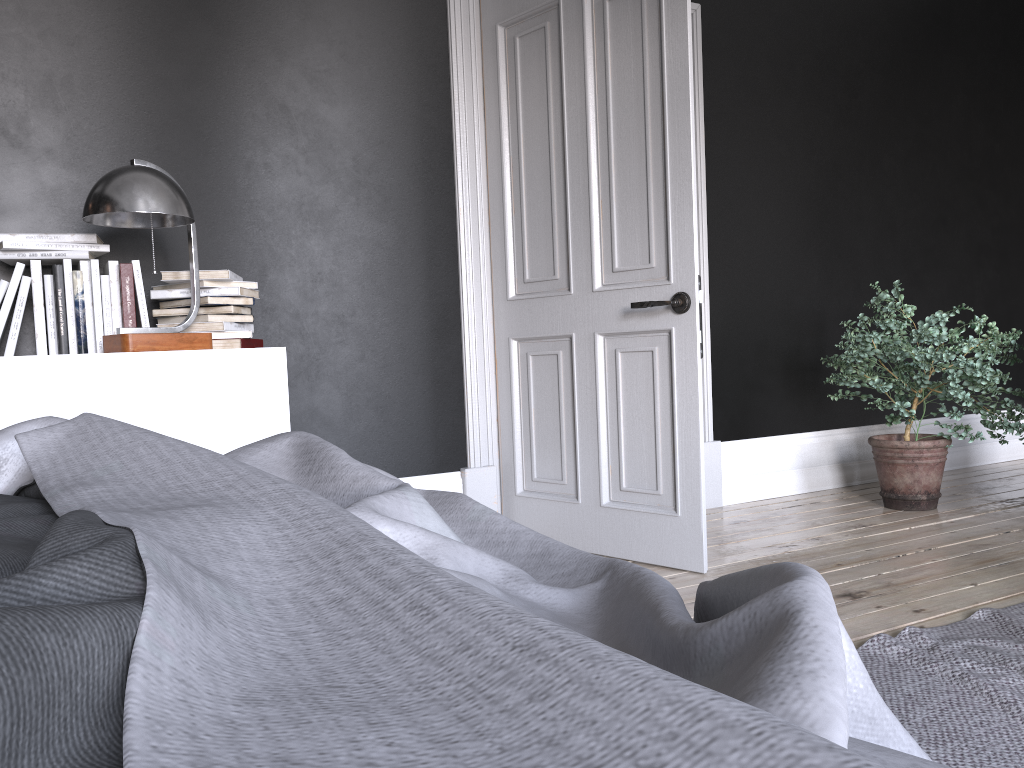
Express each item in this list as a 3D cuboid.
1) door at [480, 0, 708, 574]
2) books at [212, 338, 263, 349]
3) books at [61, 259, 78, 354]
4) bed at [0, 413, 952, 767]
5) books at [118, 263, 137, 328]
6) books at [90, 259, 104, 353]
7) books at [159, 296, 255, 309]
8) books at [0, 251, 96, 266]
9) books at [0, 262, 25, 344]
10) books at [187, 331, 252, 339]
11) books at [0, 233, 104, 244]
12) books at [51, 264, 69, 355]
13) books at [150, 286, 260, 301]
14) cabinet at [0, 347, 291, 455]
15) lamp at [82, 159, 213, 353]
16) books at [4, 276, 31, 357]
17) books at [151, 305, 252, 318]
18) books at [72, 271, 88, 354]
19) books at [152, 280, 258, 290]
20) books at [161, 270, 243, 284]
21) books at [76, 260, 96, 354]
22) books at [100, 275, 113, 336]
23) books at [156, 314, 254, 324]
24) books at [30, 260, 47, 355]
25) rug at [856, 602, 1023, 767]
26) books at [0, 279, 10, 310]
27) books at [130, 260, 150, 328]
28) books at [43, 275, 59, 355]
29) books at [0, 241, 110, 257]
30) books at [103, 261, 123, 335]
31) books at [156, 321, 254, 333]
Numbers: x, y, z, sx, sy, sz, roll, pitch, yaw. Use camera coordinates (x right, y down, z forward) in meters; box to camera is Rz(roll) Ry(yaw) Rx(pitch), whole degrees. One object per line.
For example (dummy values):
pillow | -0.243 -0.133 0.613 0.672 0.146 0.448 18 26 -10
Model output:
door | 0.300 -0.497 3.569 0.216 2.376 1.097 -5 4 -41
books | -1.028 -0.135 3.114 0.234 0.038 0.294 -2 2 -2
books | -1.455 -0.244 2.913 0.024 0.307 0.220 -4 3 -29
bed | -0.721 0.215 0.117 3.281 1.299 2.765 -4 3 -40
books | -1.306 -0.247 2.998 0.038 0.296 0.235 -4 3 -29
books | -1.386 -0.248 2.951 0.024 0.307 0.220 -4 3 -29
books | -1.073 -0.283 3.112 0.289 0.030 0.192 -1 3 35
books | -1.506 -0.409 2.882 0.258 0.026 0.195 -3 2 -19
books | -1.614 -0.229 2.827 0.126 0.296 0.220 -4 3 -29
books | -1.039 -0.166 3.117 0.228 0.025 0.319 -3 2 -19
books | -1.516 -0.463 2.904 0.306 0.030 0.220 -3 2 -19
books | -1.468 -0.233 2.880 0.030 0.290 0.193 -4 3 -29
books | -1.073 -0.313 3.117 0.306 0.030 0.220 -2 2 1
cabinet | -1.894 0.383 2.548 2.395 0.883 0.570 -4 3 -29
lamp | -1.134 -0.394 2.745 0.328 0.591 0.340 0 4 41
books | -1.585 -0.211 2.845 0.091 0.256 0.195 -4 3 -29
books | -1.087 -0.253 3.116 0.289 0.030 0.192 -2 2 3
books | -1.413 -0.224 2.893 0.029 0.270 0.204 -4 3 -29
books | -1.086 -0.340 3.132 0.307 0.024 0.220 -1 3 36
books | -1.074 -0.366 3.092 0.220 0.030 0.306 -3 2 -9
books | -1.423 -0.246 2.963 0.030 0.307 0.221 -4 3 -29
books | -1.361 -0.226 2.967 0.026 0.259 0.195 -4 3 -29
books | -1.077 -0.223 3.114 0.268 0.029 0.202 -1 2 31
books | -1.546 -0.239 2.895 0.030 0.307 0.221 -4 3 -29
rug | 2.390 0.647 2.004 3.642 0.050 2.105 -4 2 -28
books | -1.656 -0.200 2.807 0.132 0.245 0.195 -4 3 -29
books | -1.268 -0.255 3.016 0.050 0.308 0.220 -4 3 -29
books | -1.504 -0.217 2.890 0.026 0.259 0.195 -4 3 -29
books | -1.500 -0.435 2.883 0.307 0.024 0.220 -4 3 -39
books | -1.350 -0.251 3.003 0.030 0.307 0.221 -4 3 -29
books | -1.068 -0.194 3.109 0.229 0.031 0.318 -2 2 1
